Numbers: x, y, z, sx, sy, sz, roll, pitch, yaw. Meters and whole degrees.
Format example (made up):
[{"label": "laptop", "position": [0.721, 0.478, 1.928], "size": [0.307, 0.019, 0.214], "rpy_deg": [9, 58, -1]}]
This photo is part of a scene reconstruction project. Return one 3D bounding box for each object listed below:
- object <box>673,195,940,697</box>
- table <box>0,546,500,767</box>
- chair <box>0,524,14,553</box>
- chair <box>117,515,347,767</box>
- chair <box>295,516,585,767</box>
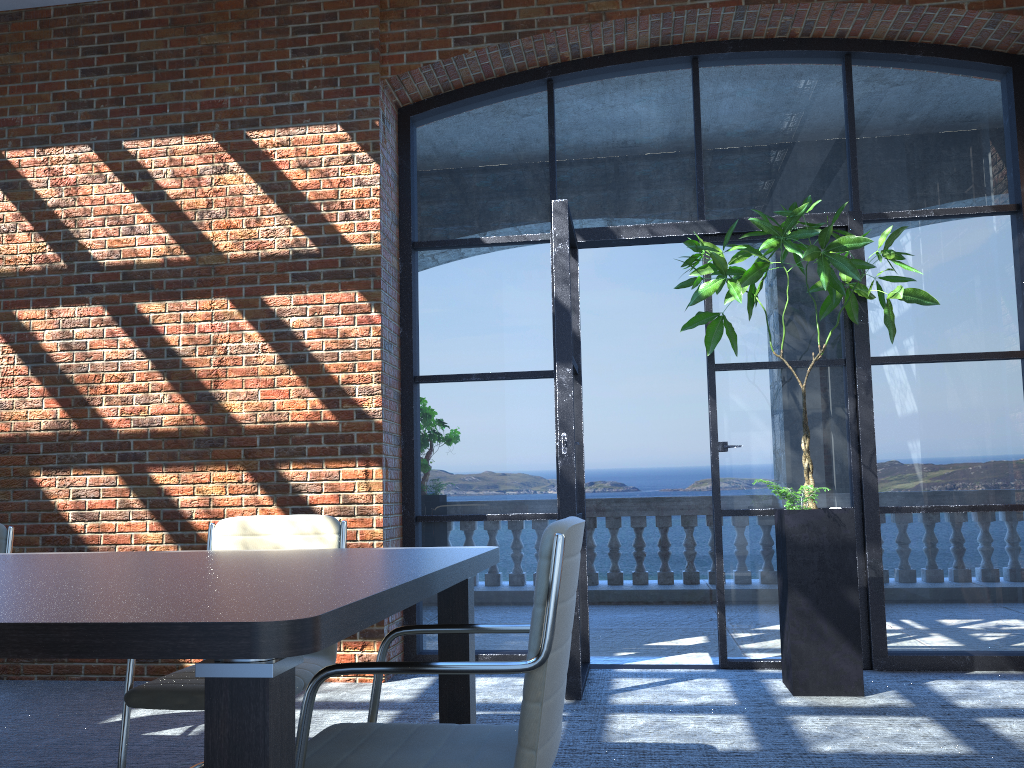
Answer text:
[{"label": "object", "position": [1.524, 0.271, 4.505], "size": [1.324, 2.482, 0.949], "rpy_deg": [-2, -5, 8]}, {"label": "table", "position": [-2.377, 0.925, 2.366], "size": [4.504, 0.807, 1.817], "rpy_deg": [-2, -7, 8]}, {"label": "chair", "position": [-2.293, 0.982, 3.277], "size": [0.560, 0.919, 0.709], "rpy_deg": [-1, -6, -3]}, {"label": "chair", "position": [-0.938, 0.928, 3.089], "size": [0.560, 0.919, 0.709], "rpy_deg": [-2, -6, 8]}, {"label": "chair", "position": [-0.172, 0.780, 2.058], "size": [0.706, 0.919, 0.562], "rpy_deg": [-2, -6, 8]}]
